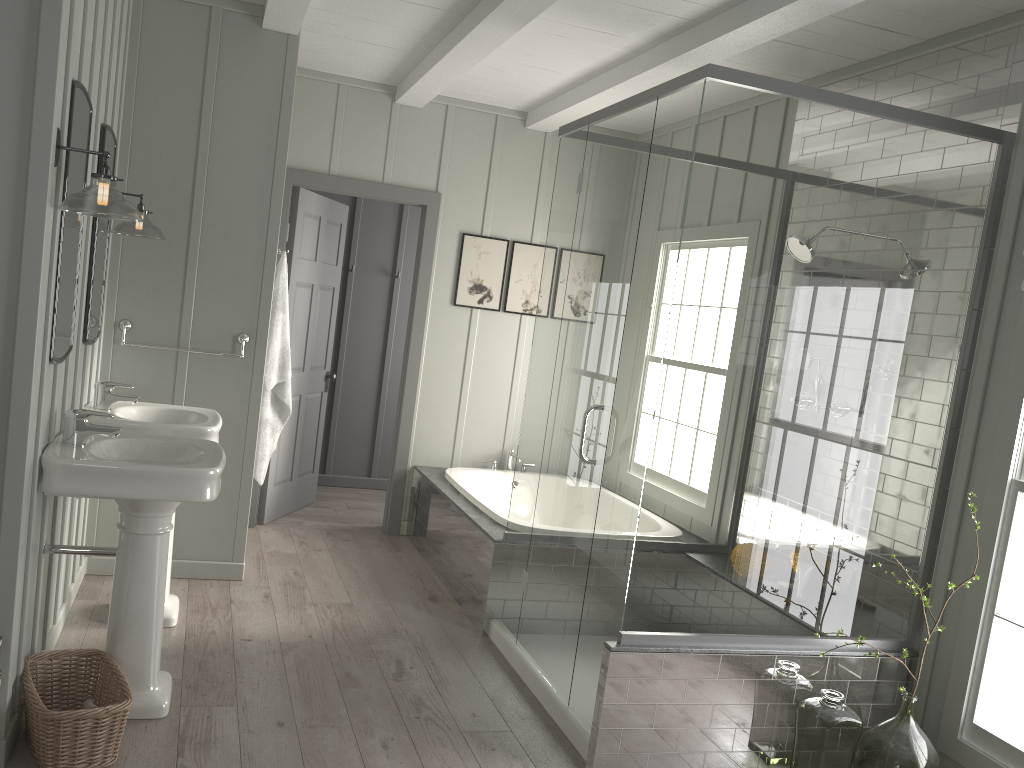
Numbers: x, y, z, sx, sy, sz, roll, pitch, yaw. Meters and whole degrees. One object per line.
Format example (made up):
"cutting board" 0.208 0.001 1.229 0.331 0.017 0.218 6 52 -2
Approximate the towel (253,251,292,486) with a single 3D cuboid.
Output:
"towel" -1.203 -0.076 4.572 0.159 1.207 0.322 6 6 -14

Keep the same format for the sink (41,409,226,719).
"sink" -1.310 0.603 3.027 0.557 1.016 0.578 6 6 -18

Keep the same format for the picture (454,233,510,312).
"picture" -0.194 -0.711 5.649 0.307 0.462 0.012 6 6 -16

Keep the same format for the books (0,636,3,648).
"books" -1.519 0.725 2.408 0.204 0.024 0.152 6 5 -16

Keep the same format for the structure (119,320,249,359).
"structure" -1.569 -0.213 4.235 0.591 0.123 0.055 6 6 -16

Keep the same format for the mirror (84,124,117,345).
"mirror" -1.678 -0.599 3.611 0.015 0.886 0.431 6 6 -19

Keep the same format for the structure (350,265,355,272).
"structure" -1.221 -0.879 6.735 0.019 0.051 0.138 6 5 -19

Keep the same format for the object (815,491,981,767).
"object" 1.275 0.887 2.977 0.506 1.119 0.280 6 6 -18

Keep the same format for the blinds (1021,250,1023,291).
"blinds" 1.889 -0.440 2.443 0.071 0.381 1.047 6 5 -19

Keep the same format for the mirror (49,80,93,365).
"mirror" -1.411 -0.504 2.831 0.015 0.886 0.431 6 6 -19

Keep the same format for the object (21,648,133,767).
"object" -1.370 1.019 2.759 0.282 0.221 0.479 4 6 -37

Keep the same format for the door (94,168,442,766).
"door" -0.348 0.177 2.427 4.181 2.201 7.906 6 5 -19

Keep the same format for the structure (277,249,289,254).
"structure" -1.175 -0.672 4.489 0.078 0.056 0.057 6 5 -17

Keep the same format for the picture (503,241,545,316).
"picture" 0.123 -0.677 5.741 0.307 0.462 0.012 6 6 -16

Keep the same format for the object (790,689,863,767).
"object" 1.077 1.240 3.050 0.160 0.362 0.166 6 6 -20

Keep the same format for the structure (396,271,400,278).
"structure" -0.888 -0.844 6.840 0.019 0.051 0.138 6 5 -19

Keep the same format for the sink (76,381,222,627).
"sink" -1.576 0.509 3.803 0.557 1.016 0.578 6 6 -18

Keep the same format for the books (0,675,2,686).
"books" -1.547 0.847 2.421 0.231 0.032 0.173 6 5 -17

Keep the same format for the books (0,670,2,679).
"books" -1.545 0.820 2.417 0.230 0.024 0.150 6 5 -12

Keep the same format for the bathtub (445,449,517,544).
"bathtub" 0.212 0.755 5.123 1.029 0.491 1.586 6 5 -18

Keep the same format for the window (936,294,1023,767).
"window" 1.848 0.394 2.543 0.088 1.955 1.072 6 6 -19
